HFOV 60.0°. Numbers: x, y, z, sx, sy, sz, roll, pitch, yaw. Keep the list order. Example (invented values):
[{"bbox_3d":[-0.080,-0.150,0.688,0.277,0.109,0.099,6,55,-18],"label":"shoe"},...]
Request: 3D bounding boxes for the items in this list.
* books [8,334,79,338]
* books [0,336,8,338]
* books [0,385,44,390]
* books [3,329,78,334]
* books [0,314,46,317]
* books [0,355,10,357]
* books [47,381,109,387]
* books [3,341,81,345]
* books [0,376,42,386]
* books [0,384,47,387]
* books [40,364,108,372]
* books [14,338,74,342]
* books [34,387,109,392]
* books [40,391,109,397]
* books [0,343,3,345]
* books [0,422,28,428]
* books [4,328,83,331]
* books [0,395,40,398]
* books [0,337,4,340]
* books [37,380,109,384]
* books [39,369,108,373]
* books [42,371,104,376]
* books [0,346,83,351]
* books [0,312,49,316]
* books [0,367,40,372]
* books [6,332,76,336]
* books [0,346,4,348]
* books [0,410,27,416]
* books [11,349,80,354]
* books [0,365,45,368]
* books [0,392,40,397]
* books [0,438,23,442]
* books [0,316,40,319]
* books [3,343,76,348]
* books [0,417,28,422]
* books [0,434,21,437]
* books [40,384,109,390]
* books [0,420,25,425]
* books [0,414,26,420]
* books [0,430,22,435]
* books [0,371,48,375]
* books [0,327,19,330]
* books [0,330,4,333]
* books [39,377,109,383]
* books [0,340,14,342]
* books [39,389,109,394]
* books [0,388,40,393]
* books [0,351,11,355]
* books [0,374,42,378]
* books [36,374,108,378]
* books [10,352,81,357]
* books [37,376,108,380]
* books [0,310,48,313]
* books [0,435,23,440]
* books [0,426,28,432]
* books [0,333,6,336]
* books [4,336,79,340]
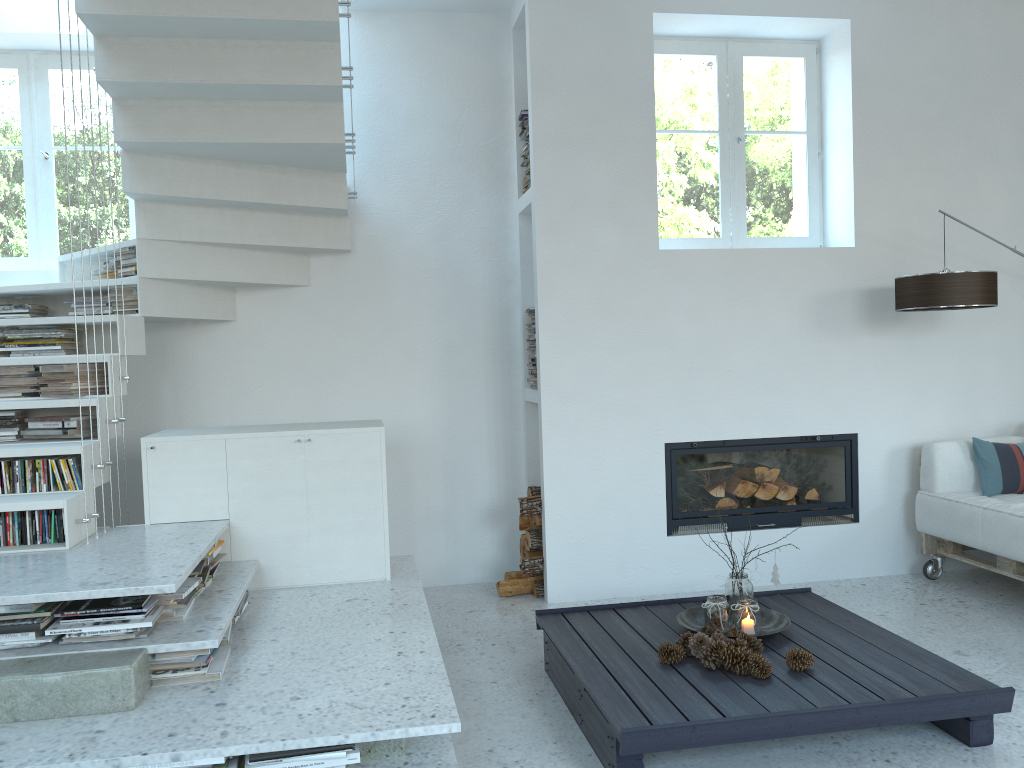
[{"bbox_3d":[-2.154,-0.219,4.082,0.257,0.011,0.144,-2,2,-3],"label":"books"},{"bbox_3d":[-2.448,-0.212,4.114,0.292,0.005,0.168,-2,2,8],"label":"books"},{"bbox_3d":[-2.172,0.016,3.912,0.155,0.013,0.139,-2,2,-8],"label":"books"},{"bbox_3d":[-2.154,-0.239,4.062,0.243,0.013,0.191,-2,2,1],"label":"books"},{"bbox_3d":[-2.521,-0.340,4.477,0.253,0.011,0.182,-2,2,-3],"label":"books"},{"bbox_3d":[-2.443,-0.127,4.136,0.211,0.014,0.146,-2,2,5],"label":"books"},{"bbox_3d":[-1.895,0.000,3.879,0.138,0.015,0.214,-1,2,18],"label":"books"},{"bbox_3d":[-2.153,-0.187,4.069,0.261,0.009,0.186,-2,2,0],"label":"books"},{"bbox_3d":[-2.144,-0.014,3.914,0.222,0.036,0.178,-2,2,-5],"label":"books"},{"bbox_3d":[-2.148,0.006,3.914,0.181,0.005,0.188,-2,2,-10],"label":"books"},{"bbox_3d":[-1.907,-0.072,3.880,0.157,0.025,0.233,-1,2,28],"label":"books"},{"bbox_3d":[-2.153,-0.199,4.080,0.196,0.014,0.154,-2,2,3],"label":"books"},{"bbox_3d":[-1.919,0.023,3.890,0.189,0.007,0.254,-1,2,18],"label":"books"},{"bbox_3d":[-1.914,0.045,3.889,0.183,0.012,0.205,-1,2,18],"label":"books"},{"bbox_3d":[-2.447,-0.181,4.114,0.262,0.006,0.184,-2,2,5],"label":"books"},{"bbox_3d":[-2.196,0.178,3.796,0.219,0.013,0.149,-2,2,-4],"label":"books"},{"bbox_3d":[-2.155,-0.249,4.090,0.298,0.007,0.134,-2,2,-1],"label":"books"},{"bbox_3d":[-2.180,0.056,3.912,0.132,0.007,0.162,-2,2,-1],"label":"books"},{"bbox_3d":[-2.447,-0.205,4.115,0.289,0.008,0.161,-2,2,9],"label":"books"},{"bbox_3d":[-1.896,-0.010,3.879,0.146,0.006,0.295,-1,2,25],"label":"books"},{"bbox_3d":[-1.899,-0.057,3.877,0.161,0.005,0.254,-1,2,23],"label":"books"},{"bbox_3d":[-1.913,-0.046,3.884,0.179,0.016,0.184,-1,2,19],"label":"books"},{"bbox_3d":[-2.152,-0.162,4.063,0.287,0.013,0.182,-2,2,4],"label":"books"},{"bbox_3d":[-2.521,-0.351,4.499,0.266,0.010,0.145,-2,2,-1],"label":"books"},{"bbox_3d":[-2.160,-0.064,3.910,0.190,0.017,0.166,-2,2,-7],"label":"books"},{"bbox_3d":[-2.154,-0.228,4.072,0.240,0.009,0.174,-2,2,-1],"label":"books"},{"bbox_3d":[-2.446,-0.164,4.115,0.264,0.018,0.166,-2,2,9],"label":"books"},{"bbox_3d":[-2.196,0.127,3.781,0.194,0.014,0.177,-2,2,-15],"label":"books"},{"bbox_3d":[-2.151,-0.149,4.092,0.249,0.014,0.130,-2,2,3],"label":"books"},{"bbox_3d":[-2.166,-0.076,3.909,0.155,0.009,0.155,-2,2,-10],"label":"books"},{"bbox_3d":[-2.185,0.045,3.911,0.128,0.016,0.184,-2,2,-2],"label":"books"},{"bbox_3d":[-2.191,0.238,3.780,0.223,0.004,0.191,-2,2,-14],"label":"books"},{"bbox_3d":[-2.521,-0.332,4.486,0.266,0.006,0.173,-2,2,-1],"label":"books"},{"bbox_3d":[-2.152,-0.175,4.061,0.243,0.014,0.190,-2,2,3],"label":"books"},{"bbox_3d":[-2.200,0.155,3.812,0.185,0.008,0.129,-2,2,-11],"label":"books"},{"bbox_3d":[-2.195,0.218,3.802,0.188,0.008,0.147,-2,2,-6],"label":"books"},{"bbox_3d":[-1.908,0.014,3.885,0.180,0.011,0.221,-1,2,22],"label":"books"},{"bbox_3d":[-2.194,0.166,3.781,0.155,0.012,0.189,-2,2,-7],"label":"books"},{"bbox_3d":[-2.199,0.142,3.806,0.178,0.017,0.133,-2,2,-6],"label":"books"},{"bbox_3d":[-2.193,0.207,3.785,0.207,0.016,0.175,-2,2,-15],"label":"books"},{"bbox_3d":[-2.158,-0.049,3.911,0.156,0.012,0.218,-2,2,7],"label":"books"},{"bbox_3d":[-2.449,-0.254,4.117,0.235,0.014,0.165,-2,2,7],"label":"books"},{"bbox_3d":[-2.449,-0.239,4.107,0.230,0.015,0.190,-2,2,4],"label":"books"},{"bbox_3d":[-1.910,-0.018,3.884,0.171,0.011,0.231,-1,2,27],"label":"books"},{"bbox_3d":[-2.447,-0.195,4.112,0.231,0.011,0.171,-2,2,1],"label":"books"},{"bbox_3d":[-1.909,0.032,3.887,0.189,0.013,0.215,-1,2,23],"label":"books"},{"bbox_3d":[-2.156,0.029,3.914,0.177,0.014,0.199,-2,2,-5],"label":"books"},{"bbox_3d":[-2.444,-0.140,4.128,0.228,0.014,0.149,-2,2,2],"label":"books"},{"bbox_3d":[-2.177,-0.036,3.909,0.129,0.012,0.159,-2,2,5],"label":"books"},{"bbox_3d":[-1.896,-0.035,3.877,0.146,0.007,0.295,-1,2,25],"label":"books"},{"bbox_3d":[-2.151,-0.135,4.092,0.258,0.013,0.136,-2,2,2],"label":"books"},{"bbox_3d":[-1.896,-0.028,3.878,0.146,0.007,0.295,-1,2,21],"label":"books"},{"bbox_3d":[-2.522,-0.361,4.477,0.282,0.010,0.169,-2,2,5],"label":"books"},{"bbox_3d":[-2.195,0.229,3.802,0.199,0.013,0.137,-2,2,-3],"label":"books"},{"bbox_3d":[-2.193,0.192,3.784,0.225,0.014,0.184,-2,2,-12],"label":"books"},{"bbox_3d":[-2.446,-0.224,4.134,0.298,0.017,0.135,-2,2,6],"label":"books"},{"bbox_3d":[-2.153,-0.209,4.069,0.254,0.007,0.176,-2,2,-2],"label":"books"}]
